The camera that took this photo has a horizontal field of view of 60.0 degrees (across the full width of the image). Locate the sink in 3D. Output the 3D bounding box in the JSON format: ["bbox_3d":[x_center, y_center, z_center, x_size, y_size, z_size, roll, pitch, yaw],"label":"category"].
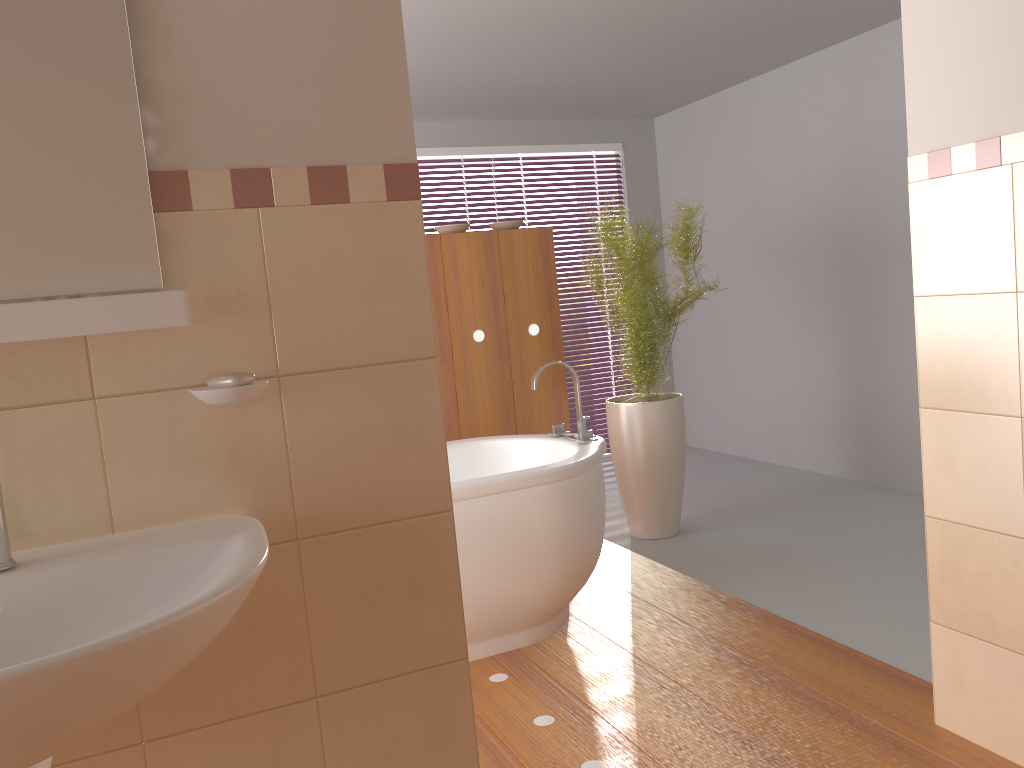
[{"bbox_3d":[-0.613,0.315,1.038,0.683,0.516,0.539,-8,6,-23],"label":"sink"}]

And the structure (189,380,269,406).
[{"bbox_3d":[-0.424,0.017,1.342,0.117,0.029,0.092,-8,6,-23],"label":"structure"}]

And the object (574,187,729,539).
[{"bbox_3d":[0.693,-0.084,4.041,0.683,1.557,1.335,-4,6,10],"label":"object"}]

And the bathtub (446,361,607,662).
[{"bbox_3d":[-0.502,0.457,3.071,1.874,0.900,0.888,-8,6,-23],"label":"bathtub"}]

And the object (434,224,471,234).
[{"bbox_3d":[-0.276,-0.713,4.134,0.173,0.046,0.173,-8,6,-23],"label":"object"}]

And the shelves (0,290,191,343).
[{"bbox_3d":[-0.727,-0.075,1.183,0.554,0.050,0.138,-8,6,-23],"label":"shelves"}]

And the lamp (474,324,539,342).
[{"bbox_3d":[-0.407,-0.186,3.964,1.169,0.052,0.001,-8,6,-23],"label":"lamp"}]

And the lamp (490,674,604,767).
[{"bbox_3d":[-0.908,1.175,0.818,3.173,0.001,2.893,-8,6,-23],"label":"lamp"}]

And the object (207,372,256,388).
[{"bbox_3d":[-0.425,-0.005,1.342,0.075,0.023,0.050,-2,7,32],"label":"object"}]

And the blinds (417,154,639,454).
[{"bbox_3d":[-1.329,-0.266,5.210,4.712,2.022,0.032,-8,6,-23],"label":"blinds"}]

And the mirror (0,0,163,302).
[{"bbox_3d":[-0.788,-0.506,1.188,0.502,0.799,0.008,-8,6,-23],"label":"mirror"}]

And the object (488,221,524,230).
[{"bbox_3d":[-0.028,-0.747,4.239,0.173,0.046,0.173,-8,6,-23],"label":"object"}]
